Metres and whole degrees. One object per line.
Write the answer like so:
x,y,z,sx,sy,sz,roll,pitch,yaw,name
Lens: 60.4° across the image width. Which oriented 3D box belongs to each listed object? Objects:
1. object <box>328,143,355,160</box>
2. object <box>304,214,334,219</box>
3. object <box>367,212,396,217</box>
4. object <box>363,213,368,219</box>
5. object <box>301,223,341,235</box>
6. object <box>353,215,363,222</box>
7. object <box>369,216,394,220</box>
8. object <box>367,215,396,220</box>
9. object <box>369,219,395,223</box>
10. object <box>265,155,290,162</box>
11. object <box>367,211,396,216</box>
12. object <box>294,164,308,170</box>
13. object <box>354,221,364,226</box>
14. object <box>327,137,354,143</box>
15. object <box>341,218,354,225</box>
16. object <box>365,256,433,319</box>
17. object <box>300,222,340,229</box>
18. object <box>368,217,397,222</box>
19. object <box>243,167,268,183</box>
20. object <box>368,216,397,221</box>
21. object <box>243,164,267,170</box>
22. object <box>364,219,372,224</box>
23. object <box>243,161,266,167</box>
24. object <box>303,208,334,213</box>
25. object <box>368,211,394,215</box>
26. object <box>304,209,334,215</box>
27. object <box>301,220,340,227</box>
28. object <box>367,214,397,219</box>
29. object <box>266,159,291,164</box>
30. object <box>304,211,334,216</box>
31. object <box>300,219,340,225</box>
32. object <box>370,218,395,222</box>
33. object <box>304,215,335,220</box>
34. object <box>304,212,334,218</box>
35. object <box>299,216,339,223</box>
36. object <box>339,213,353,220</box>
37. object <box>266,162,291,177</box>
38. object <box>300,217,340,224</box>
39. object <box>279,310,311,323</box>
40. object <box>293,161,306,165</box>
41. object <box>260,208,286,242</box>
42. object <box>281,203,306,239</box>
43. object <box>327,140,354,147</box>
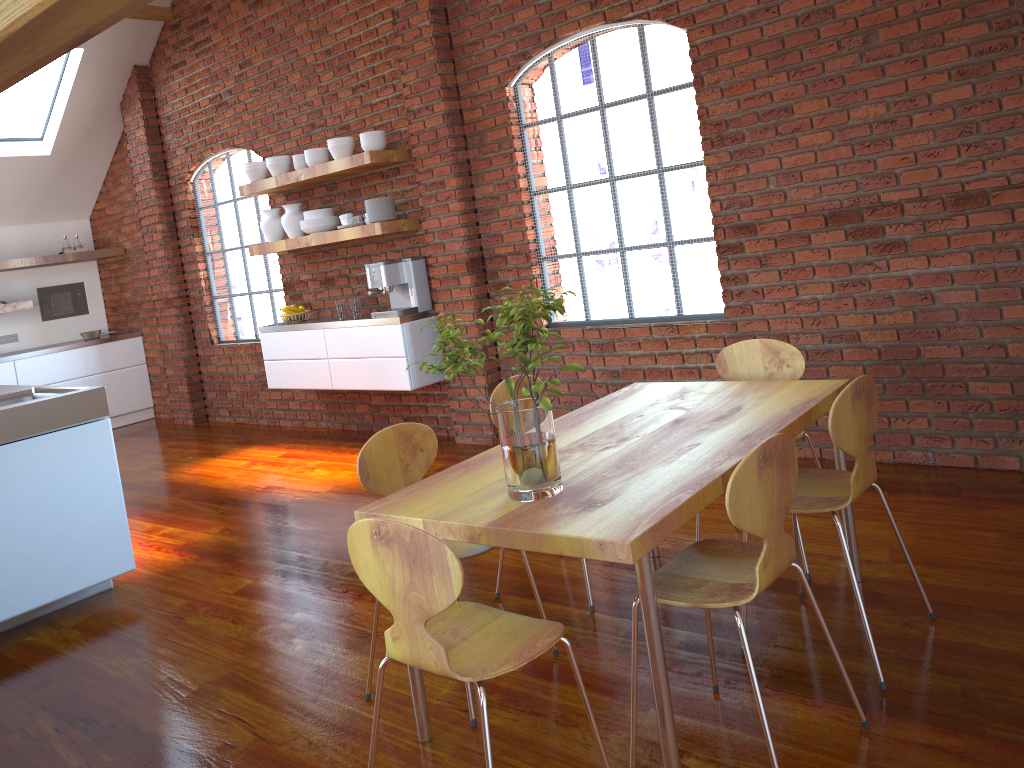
-1.136,-1.547,5.898,0.179,0.103,0.184,-7,8,12,object
-1.354,-1.156,6.202,0.212,0.055,0.217,-2,11,33,object
-0.854,-1.105,5.764,0.196,0.014,0.195,-14,11,-30,object
-0.942,-1.125,5.924,0.092,0.058,0.100,-12,9,-24,object
-1.344,-1.087,6.205,0.280,0.055,0.286,-4,10,25,object
-1.085,-1.139,6.125,0.091,0.058,0.101,-7,8,11,object
-0.850,-1.081,5.766,0.196,0.014,0.195,-14,11,-30,object
-0.851,-1.086,5.765,0.196,0.014,0.195,-14,11,-30,object
-0.847,-1.063,5.766,0.196,0.014,0.195,-14,11,-30,object
-1.692,-1.593,6.387,0.181,0.103,0.182,-10,8,-12,object
-0.854,-1.109,5.764,0.196,0.014,0.195,-14,11,-30,object
-1.507,-1.540,6.297,0.099,0.060,0.099,-10,8,-8,object
-1.074,-1.108,6.126,0.091,0.046,0.100,-5,9,22,object
-1.143,-1.590,5.896,0.179,0.103,0.184,-7,8,12,object
-1.110,-1.088,5.943,0.091,0.046,0.100,-2,10,36,object
-0.769,-0.639,5.782,0.269,0.367,0.385,-4,8,42,object
-1.345,-1.097,6.205,0.280,0.055,0.286,-4,10,25,object
-0.849,-1.073,5.766,0.196,0.014,0.195,-14,11,-30,object
-1.891,-1.543,6.525,0.181,0.103,0.182,-10,8,-12,object
-0.849,-1.077,5.766,0.196,0.014,0.195,-14,11,-30,object
-1.894,-1.564,6.524,0.181,0.103,0.182,-10,8,-12,object
-0.942,-1.093,5.923,0.092,0.046,0.099,-10,9,-13,object
-1.897,-1.586,6.523,0.181,0.103,0.182,-10,8,-12,object
-1.360,-1.197,6.200,0.212,0.055,0.217,-2,11,33,object
-0.855,-1.114,5.764,0.196,0.014,0.195,-14,11,-30,object
-1.359,-1.187,6.201,0.212,0.055,0.217,-2,11,33,object
-1.347,-1.108,6.204,0.280,0.055,0.286,-4,10,25,object
-0.851,-1.091,5.765,0.196,0.014,0.195,-14,11,-30,object
-1.688,-1.570,6.388,0.181,0.103,0.182,-10,8,-12,object
-1.357,-1.178,6.201,0.212,0.055,0.217,-2,11,33,object
-1.349,-1.119,6.204,0.280,0.055,0.286,-4,10,25,object
-0.848,-1.068,5.766,0.196,0.014,0.195,-14,11,-30,object
-1.353,-1.146,6.202,0.212,0.055,0.217,-2,11,33,object
-1.356,-1.168,6.201,0.212,0.055,0.217,-2,11,33,object
-1.351,-1.138,6.203,0.280,0.055,0.286,-4,10,25,object
-1.121,-1.119,5.943,0.091,0.058,0.102,-5,9,25,object
-1.685,-1.549,6.389,0.181,0.103,0.182,-10,8,-12,object
-1.350,-1.127,6.203,0.280,0.055,0.286,-4,10,25,object
-1.619,-0.500,6.595,0.235,0.070,0.238,-9,9,0,object
-1.510,-1.556,6.297,0.099,0.060,0.099,-10,8,-8,object
-1.788,-1.186,6.601,0.193,0.248,0.194,-9,5,-8,object
-1.584,-1.184,6.419,0.191,0.248,0.195,-7,5,14,object
-1.140,-1.568,5.897,0.179,0.103,0.184,-7,8,12,object
